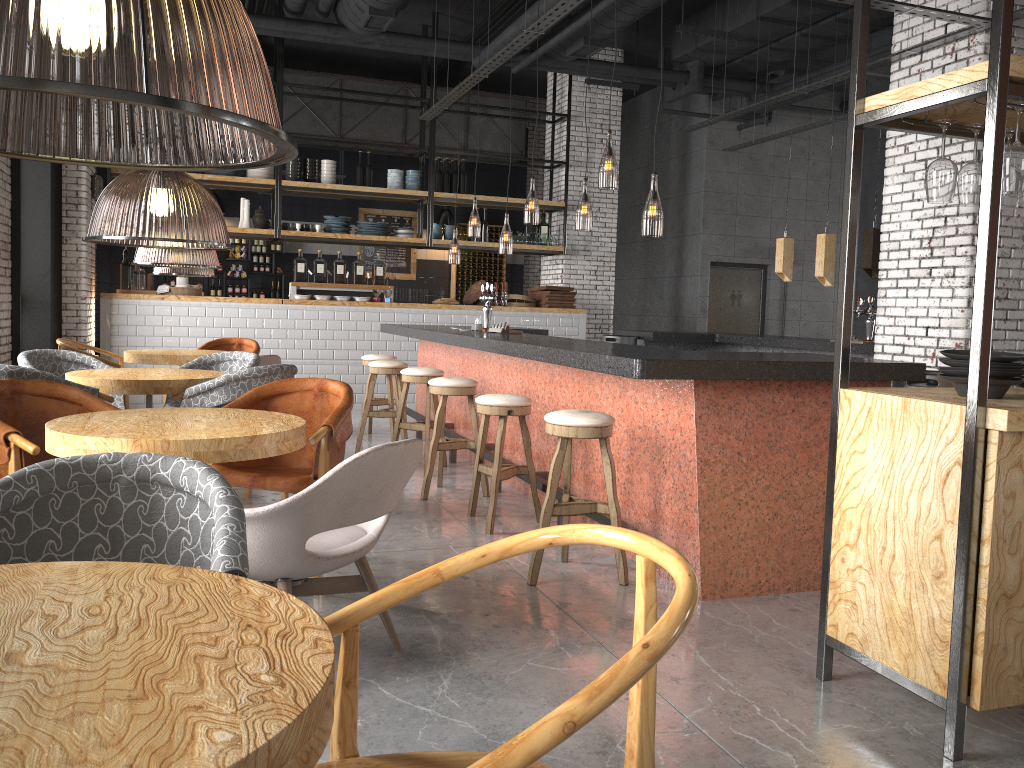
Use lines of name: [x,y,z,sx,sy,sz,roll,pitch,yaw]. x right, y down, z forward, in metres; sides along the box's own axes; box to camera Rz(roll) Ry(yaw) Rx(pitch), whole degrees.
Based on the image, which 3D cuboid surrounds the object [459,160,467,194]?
object: [-0.644,-2.703,11.646,0.098,0.458,0.098,-1,5,-42]

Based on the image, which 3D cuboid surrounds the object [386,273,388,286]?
object: [-1.571,-1.317,11.152,0.034,0.163,0.061,3,4,14]

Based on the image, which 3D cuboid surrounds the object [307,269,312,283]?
object: [-2.477,-1.320,10.837,0.080,0.163,0.032,5,5,42]

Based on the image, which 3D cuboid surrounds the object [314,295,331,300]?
object: [-2.280,-1.034,10.654,0.216,0.059,0.324,0,5,-19]

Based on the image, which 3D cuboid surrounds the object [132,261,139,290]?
object: [-4.295,-1.224,10.125,0.070,0.367,0.107,1,4,-20]

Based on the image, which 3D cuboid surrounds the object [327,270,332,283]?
object: [-2.258,-1.321,10.931,0.039,0.163,0.077,4,4,25]

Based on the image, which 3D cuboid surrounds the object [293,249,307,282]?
object: [-2.595,-1.447,10.872,0.154,0.404,0.155,1,4,-20]

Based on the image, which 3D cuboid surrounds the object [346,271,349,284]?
object: [-2.042,-1.320,11.013,0.031,0.163,0.046,2,4,6]

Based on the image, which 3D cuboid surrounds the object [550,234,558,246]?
object: [0.572,-1.958,12.071,0.118,0.180,0.118,2,4,5]

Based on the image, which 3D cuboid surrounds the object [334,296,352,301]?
object: [-2.061,-1.034,10.753,0.216,0.055,0.324,0,5,-19]

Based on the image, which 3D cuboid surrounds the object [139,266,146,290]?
object: [-4.233,-1.224,10.148,0.070,0.367,0.107,1,4,-20]

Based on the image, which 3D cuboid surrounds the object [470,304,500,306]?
object: [-0.328,-1.031,11.613,0.458,0.019,0.407,3,5,16]

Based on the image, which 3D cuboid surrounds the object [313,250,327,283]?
object: [-2.374,-1.446,10.941,0.154,0.404,0.155,1,4,-20]

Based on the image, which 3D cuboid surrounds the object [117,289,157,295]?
object: [-4.325,-1.057,10.236,0.411,0.050,0.412,0,5,-20]

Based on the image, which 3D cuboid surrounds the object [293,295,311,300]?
object: [-2.504,-1.034,10.589,0.216,0.055,0.324,0,5,-19]

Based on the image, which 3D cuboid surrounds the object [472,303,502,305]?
object: [-0.309,-1.046,11.611,0.458,0.019,0.407,6,7,43]

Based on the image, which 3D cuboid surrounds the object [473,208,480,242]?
object: [-0.470,-2.122,11.897,0.098,0.470,0.098,0,4,-31]

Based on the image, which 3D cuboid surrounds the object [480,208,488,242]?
object: [-0.368,-2.122,11.932,0.098,0.470,0.098,1,4,-12]

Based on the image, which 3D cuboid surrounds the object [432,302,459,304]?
object: [-0.865,-1.047,11.392,0.276,0.019,0.514,1,5,-14]

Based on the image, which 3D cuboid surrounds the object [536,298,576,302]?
object: [0.534,-1.124,11.853,0.405,0.044,0.637,0,5,-23]

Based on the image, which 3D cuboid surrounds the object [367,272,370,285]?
object: [-1.801,-1.318,11.074,0.024,0.163,0.062,0,4,-29]

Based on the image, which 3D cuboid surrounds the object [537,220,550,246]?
object: [0.432,-2.086,12.249,0.157,0.405,0.106,1,4,-15]

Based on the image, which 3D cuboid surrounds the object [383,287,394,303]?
object: [-1.517,-1.093,10.879,0.128,0.189,0.123,1,4,-10]

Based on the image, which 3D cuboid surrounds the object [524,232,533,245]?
object: [0.221,-1.962,11.970,0.118,0.180,0.118,3,4,14]

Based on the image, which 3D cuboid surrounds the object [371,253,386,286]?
object: [-1.683,-1.444,11.192,0.154,0.404,0.155,1,4,-20]

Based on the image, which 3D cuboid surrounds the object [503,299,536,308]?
object: [0.098,-1.065,11.716,0.437,0.097,0.437,2,5,5]

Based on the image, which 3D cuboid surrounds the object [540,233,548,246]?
object: [0.439,-1.964,12.080,0.118,0.180,0.118,-1,5,-36]

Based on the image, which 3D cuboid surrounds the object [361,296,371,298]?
object: [-1.772,-1.055,10.738,0.039,0.021,0.203,-2,6,-42]

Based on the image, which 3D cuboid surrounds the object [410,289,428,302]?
object: [-1.188,-1.128,11.324,0.181,0.168,0.170,-2,6,-39]

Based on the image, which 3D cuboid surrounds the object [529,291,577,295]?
object: [0.537,-1.212,11.847,0.405,0.044,0.637,0,5,-26]

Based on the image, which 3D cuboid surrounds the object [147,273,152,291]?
object: [-4.155,-1.149,10.170,0.056,0.248,0.056,4,4,33]

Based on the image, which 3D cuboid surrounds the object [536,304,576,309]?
object: [0.531,-1.036,11.858,0.405,0.044,0.637,0,5,-24]

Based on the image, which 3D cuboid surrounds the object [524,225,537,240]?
object: [0.261,-2.159,12.168,0.157,0.553,0.106,1,4,-15]

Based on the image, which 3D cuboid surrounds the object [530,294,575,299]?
object: [0.535,-1.168,11.850,0.405,0.044,0.637,0,5,-19]

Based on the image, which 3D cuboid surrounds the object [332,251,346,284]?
object: [-2.147,-1.446,11.029,0.154,0.404,0.155,1,4,-20]

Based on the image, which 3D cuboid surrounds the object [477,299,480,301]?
object: [-0.357,-1.094,11.583,0.407,0.019,0.459,1,5,-6]

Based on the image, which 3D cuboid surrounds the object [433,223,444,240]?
object: [-0.982,-2.002,11.707,0.198,0.230,0.166,1,4,-13]

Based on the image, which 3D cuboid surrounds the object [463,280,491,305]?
object: [-0.460,-1.178,11.441,0.242,0.338,0.488,-1,5,-33]

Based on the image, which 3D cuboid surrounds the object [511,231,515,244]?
object: [-0.019,-1.965,11.915,0.118,0.180,0.118,5,5,34]

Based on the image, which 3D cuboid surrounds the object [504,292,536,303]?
object: [0.102,-1.132,11.716,0.437,0.154,0.440,4,5,28]

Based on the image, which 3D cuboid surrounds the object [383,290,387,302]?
object: [-1.550,-1.092,11.003,0.112,0.165,0.122,5,5,35]

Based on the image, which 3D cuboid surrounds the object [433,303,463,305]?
object: [-0.808,-1.026,11.364,0.407,0.019,0.458,4,5,22]

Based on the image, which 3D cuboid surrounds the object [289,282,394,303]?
object: [-2.131,-0.970,11.071,1.250,0.550,0.315,0,4,-19]

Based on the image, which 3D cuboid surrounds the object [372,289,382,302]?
object: [-1.664,-1.088,10.903,0.122,0.165,0.112,3,4,15]

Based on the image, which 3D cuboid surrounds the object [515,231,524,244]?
object: [0.102,-1.963,11.938,0.118,0.180,0.118,4,5,30]

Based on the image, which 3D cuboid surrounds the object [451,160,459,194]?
object: [-0.746,-2.704,11.610,0.098,0.458,0.098,-1,5,-42]

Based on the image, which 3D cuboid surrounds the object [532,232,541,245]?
object: [0.330,-1.962,12.023,0.118,0.180,0.118,-2,5,-43]

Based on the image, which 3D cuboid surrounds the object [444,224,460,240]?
object: [-0.810,-2.001,11.755,0.199,0.230,0.166,6,5,41]

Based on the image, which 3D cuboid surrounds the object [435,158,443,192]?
object: [-0.953,-2.704,11.537,0.098,0.458,0.098,2,4,3]

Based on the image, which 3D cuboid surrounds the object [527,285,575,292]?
object: [0.510,-1.252,11.768,0.406,0.094,0.637,0,5,-22]

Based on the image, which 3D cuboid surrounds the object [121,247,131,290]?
object: [-4.384,-1.316,10.072,0.106,0.553,0.157,1,4,-20]

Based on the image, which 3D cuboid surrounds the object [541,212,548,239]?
object: [0.435,-2.161,12.239,0.140,0.549,0.097,1,4,-15]

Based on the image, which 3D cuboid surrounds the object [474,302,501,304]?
object: [-0.332,-1.063,11.610,0.458,0.019,0.407,3,5,9]

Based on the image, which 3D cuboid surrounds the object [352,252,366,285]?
object: [-1.916,-1.445,11.106,0.154,0.404,0.155,1,4,-20]

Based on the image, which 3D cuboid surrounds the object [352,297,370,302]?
object: [-1.837,-1.033,10.815,0.216,0.060,0.324,0,5,-19]

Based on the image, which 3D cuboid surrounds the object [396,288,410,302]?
object: [-1.372,-1.121,11.162,0.181,0.168,0.170,1,4,-9]

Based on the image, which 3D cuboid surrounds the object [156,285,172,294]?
object: [-3.923,-1.080,10.168,0.187,0.110,0.283,3,5,17]

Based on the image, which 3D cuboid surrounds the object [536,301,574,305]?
object: [0.532,-1.080,11.855,0.405,0.044,0.637,0,5,-17]

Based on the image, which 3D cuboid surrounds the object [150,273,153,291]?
object: [-4.184,-1.156,10.252,0.056,0.248,0.056,4,4,33]
